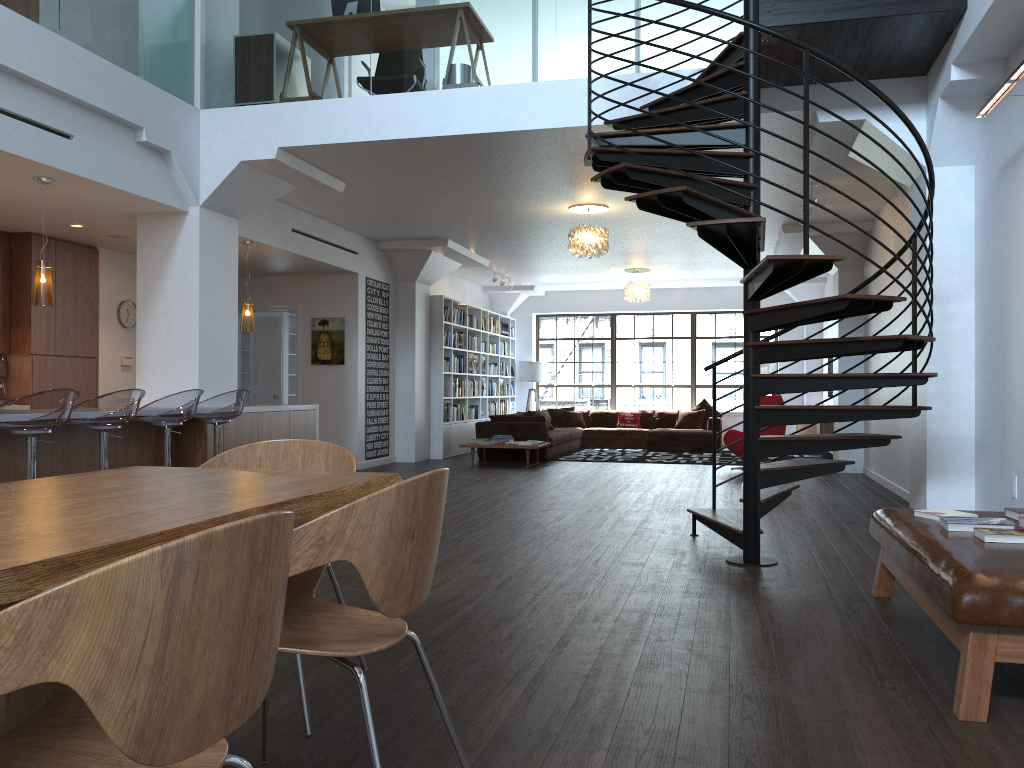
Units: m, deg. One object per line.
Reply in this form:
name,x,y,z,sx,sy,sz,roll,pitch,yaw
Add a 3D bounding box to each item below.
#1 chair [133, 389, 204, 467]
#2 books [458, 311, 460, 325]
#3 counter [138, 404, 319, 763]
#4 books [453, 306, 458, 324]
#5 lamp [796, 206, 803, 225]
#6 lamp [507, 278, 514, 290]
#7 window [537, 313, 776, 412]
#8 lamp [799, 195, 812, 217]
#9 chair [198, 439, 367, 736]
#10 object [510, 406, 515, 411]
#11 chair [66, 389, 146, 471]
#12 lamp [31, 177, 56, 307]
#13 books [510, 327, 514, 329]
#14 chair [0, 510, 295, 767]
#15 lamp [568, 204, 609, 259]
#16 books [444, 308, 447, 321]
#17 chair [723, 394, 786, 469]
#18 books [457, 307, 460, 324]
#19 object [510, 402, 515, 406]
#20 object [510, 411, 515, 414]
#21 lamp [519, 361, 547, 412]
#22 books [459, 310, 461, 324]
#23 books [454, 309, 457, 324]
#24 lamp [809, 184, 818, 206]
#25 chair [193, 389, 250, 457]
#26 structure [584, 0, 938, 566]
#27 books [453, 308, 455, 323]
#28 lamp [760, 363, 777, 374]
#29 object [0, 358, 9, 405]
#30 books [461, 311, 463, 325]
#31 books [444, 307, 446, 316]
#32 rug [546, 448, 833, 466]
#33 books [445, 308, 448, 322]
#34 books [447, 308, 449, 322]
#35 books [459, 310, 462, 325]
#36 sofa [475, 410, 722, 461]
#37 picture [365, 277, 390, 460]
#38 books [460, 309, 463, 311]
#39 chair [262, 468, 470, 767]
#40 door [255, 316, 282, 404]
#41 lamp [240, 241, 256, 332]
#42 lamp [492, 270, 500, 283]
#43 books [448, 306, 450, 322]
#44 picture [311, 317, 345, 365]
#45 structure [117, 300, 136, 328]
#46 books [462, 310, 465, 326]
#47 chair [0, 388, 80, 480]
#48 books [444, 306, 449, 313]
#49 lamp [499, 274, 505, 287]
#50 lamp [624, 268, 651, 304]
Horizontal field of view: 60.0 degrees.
chair,-2.454,0.542,6.305,0.481,1.014,0.530,0,0,12
books,-0.908,-1.030,13.895,0.161,0.222,0.083,0,0,14
counter,-2.515,0.614,5.343,3.039,0.860,8.182,0,0,-15
books,-0.938,-1.066,13.798,0.176,0.293,0.125,0,0,14
lamp,3.119,-1.801,9.494,0.120,0.211,0.111,1,-1,-42
lamp,-0.034,-1.764,15.633,0.120,0.211,0.111,0,0,-12
window,2.772,-0.424,17.428,4.648,1.905,0.114,0,0,14
lamp,2.997,-1.805,9.003,0.120,0.211,0.111,0,0,-27
chair,-0.826,0.614,2.937,0.629,0.833,0.618,0,0,9
object,-0.137,0.475,17.195,0.331,0.088,0.410,0,0,14
chair,-2.624,0.536,5.690,0.481,1.014,0.530,0,0,12
lamp,-2.231,-1.445,7.080,2.842,1.807,0.149,0,-1,-37
books,-0.036,-1.008,17.374,0.140,0.231,0.042,0,0,14
chair,-0.637,0.602,1.318,0.618,0.833,0.629,0,0,15
lamp,0.826,-1.636,9.590,0.442,0.539,0.441,0,-1,-34
books,-1.074,-1.031,13.258,0.167,0.210,0.162,0,0,14
chair,3.174,0.605,11.573,0.801,1.006,0.798,0,-1,39
books,-0.927,-1.064,13.860,0.197,0.290,0.136,0,0,14
object,-0.144,0.387,17.197,0.316,0.088,0.410,0,0,14
object,-0.137,0.563,17.194,0.331,0.088,0.410,0,0,14
lamp,0.404,0.354,17.383,0.545,1.579,0.545,0,0,3
books,-0.896,-1.043,13.925,0.159,0.248,0.089,0,0,14
books,-0.954,-1.042,13.712,0.174,0.242,0.105,0,0,14
lamp,2.871,-1.809,8.500,0.120,0.211,0.111,0,0,-12
chair,-2.302,0.547,6.916,0.481,1.014,0.530,0,0,16
structure,1.431,-1.121,5.291,1.998,4.352,1.998,0,0,-25
books,-0.970,-1.047,13.661,0.170,0.251,0.118,0,0,14
lamp,4.564,0.357,16.240,0.545,1.579,0.545,0,0,25
object,-4.911,-0.020,8.307,0.439,0.455,0.284,0,0,14
books,-0.868,-1.040,14.042,0.174,0.243,0.085,0,0,14
books,-1.087,-1.034,13.168,0.182,0.215,0.188,0,0,14
rug,2.829,1.120,13.737,4.200,0.007,3.100,0,0,15
books,-1.050,-1.035,13.319,0.161,0.218,0.101,0,0,14
books,-1.040,-1.037,13.351,0.161,0.222,0.084,0,0,14
books,-0.885,-1.045,13.957,0.182,0.253,0.098,0,0,14
sofa,1.638,0.793,14.562,3.481,0.664,4.197,0,0,14
picture,-1.793,-0.197,11.881,0.021,2.380,0.800,0,0,14
books,-0.878,-1.051,14.101,0.180,0.265,0.103,0,0,14
chair,-0.446,0.607,2.061,0.617,0.830,0.629,0,0,14
door,-3.621,0.069,12.518,0.826,2.032,0.174,0,0,14
lamp,-2.656,-0.979,8.914,0.149,0.900,0.149,0,-1,-31
lamp,-0.282,-1.772,14.639,0.120,0.211,0.111,1,-1,-42
books,-1.028,-1.052,13.425,0.170,0.251,0.118,0,0,14
picture,-2.357,-0.548,11.354,0.450,0.600,0.030,0,0,14
structure,-4.188,-0.759,9.665,0.040,0.300,0.300,0,0,14
books,-0.845,-1.045,14.141,0.182,0.255,0.077,0,0,14
chair,-2.750,0.531,5.070,0.481,1.014,0.530,0,0,16
books,-1.040,-1.050,13.383,0.159,0.248,0.089,0,0,14
lamp,-0.159,-1.768,15.130,0.120,0.211,0.111,0,0,-27
lamp,2.048,-1.595,14.501,0.442,0.539,0.441,0,-1,-34
